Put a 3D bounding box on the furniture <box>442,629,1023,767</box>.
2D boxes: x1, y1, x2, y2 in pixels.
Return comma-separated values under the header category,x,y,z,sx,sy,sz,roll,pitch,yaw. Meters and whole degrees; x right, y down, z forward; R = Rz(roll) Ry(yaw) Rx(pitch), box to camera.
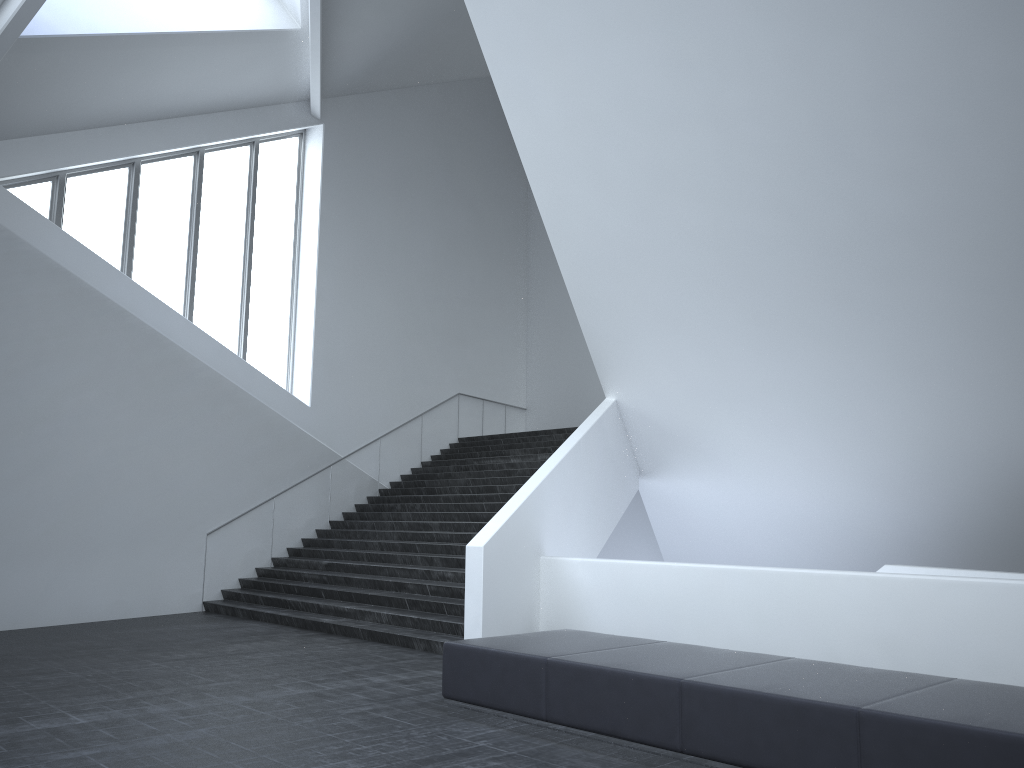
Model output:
category,x,y,z,sx,sy,sz,roll,pitch,yaw
furniture,1.968,2.157,5.585,1.488,0.580,5.742,9,-12,-43
